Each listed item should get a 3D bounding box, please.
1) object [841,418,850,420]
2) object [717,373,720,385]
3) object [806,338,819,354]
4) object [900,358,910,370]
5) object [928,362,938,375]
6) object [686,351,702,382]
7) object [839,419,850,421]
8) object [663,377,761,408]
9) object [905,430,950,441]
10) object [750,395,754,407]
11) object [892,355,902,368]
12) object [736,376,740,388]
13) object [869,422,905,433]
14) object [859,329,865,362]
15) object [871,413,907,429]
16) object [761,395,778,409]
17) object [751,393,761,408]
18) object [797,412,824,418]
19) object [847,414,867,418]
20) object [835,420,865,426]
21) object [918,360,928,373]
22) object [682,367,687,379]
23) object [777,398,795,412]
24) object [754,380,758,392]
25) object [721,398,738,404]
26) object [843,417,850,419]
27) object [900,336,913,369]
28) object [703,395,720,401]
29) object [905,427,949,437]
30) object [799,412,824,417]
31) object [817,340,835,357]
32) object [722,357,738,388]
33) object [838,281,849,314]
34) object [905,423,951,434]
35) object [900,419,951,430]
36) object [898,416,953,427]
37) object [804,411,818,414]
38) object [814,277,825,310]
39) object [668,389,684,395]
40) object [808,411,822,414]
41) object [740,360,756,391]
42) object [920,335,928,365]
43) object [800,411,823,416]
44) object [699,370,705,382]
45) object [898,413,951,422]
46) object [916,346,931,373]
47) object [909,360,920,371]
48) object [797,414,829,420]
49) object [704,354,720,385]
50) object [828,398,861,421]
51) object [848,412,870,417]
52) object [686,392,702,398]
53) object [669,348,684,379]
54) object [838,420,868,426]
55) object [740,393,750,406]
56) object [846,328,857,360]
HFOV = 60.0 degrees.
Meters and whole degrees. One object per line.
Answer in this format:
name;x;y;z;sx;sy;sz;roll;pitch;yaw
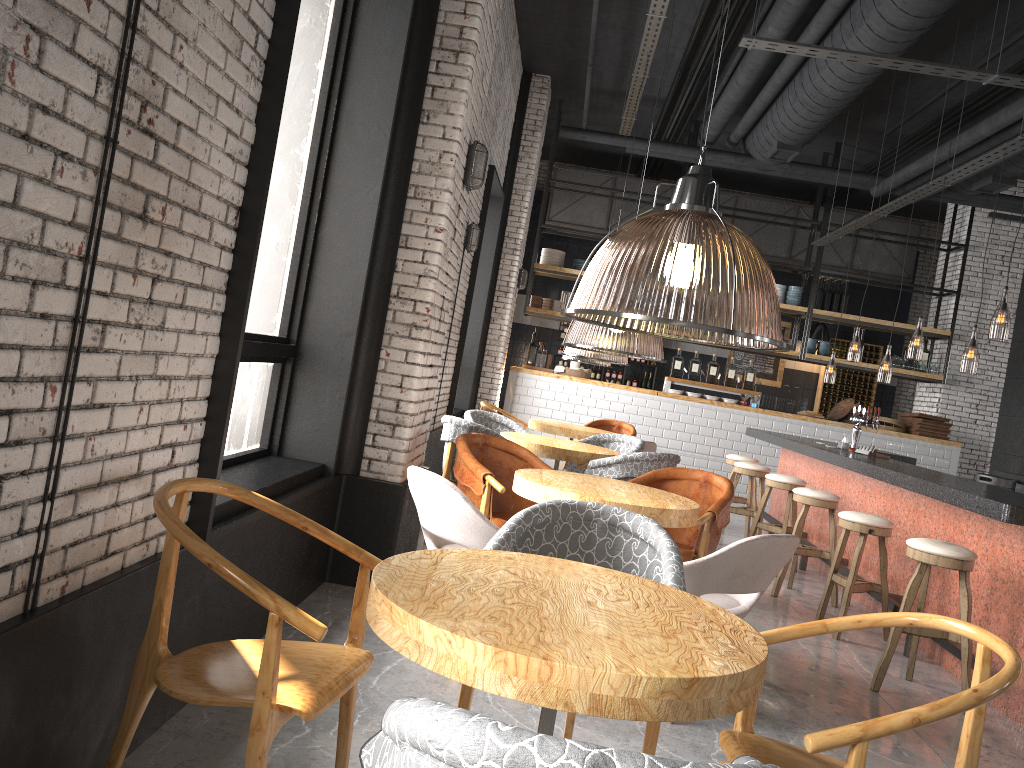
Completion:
object;4.503;0.475;11.729;0.457;0.019;0.407;9;1;-28
object;2.766;-0.063;11.848;0.031;0.164;0.046;10;0;28
object;4.099;-0.508;12.131;0.198;0.230;0.166;10;1;10
object;5.290;-0.276;11.911;0.118;0.181;0.118;10;1;36
object;5.647;-0.214;11.871;0.118;0.181;0.118;10;1;27
object;2.456;-0.239;11.917;0.154;0.404;0.154;10;0;3
object;4.507;0.492;11.729;0.459;0.019;0.406;10;2;31
object;2.648;0.278;11.911;1.250;0.551;0.315;10;0;3
object;5.384;0.663;11.627;0.405;0.044;0.636;10;1;-1
object;3.176;0.226;11.636;0.122;0.165;0.112;9;1;-33
object;5.169;-0.297;11.928;0.118;0.181;0.118;9;1;-38
object;3.008;-0.021;11.812;0.024;0.164;0.062;10;0;-7
object;4.940;0.560;11.663;0.437;0.097;0.436;10;1;28
object;4.762;-0.516;12.113;0.098;0.471;0.098;10;0;11
object;4.955;0.494;11.666;0.439;0.154;0.437;9;2;-40
object;3.401;0.241;11.717;0.181;0.168;0.170;10;1;13
object;3.161;0.214;11.510;0.128;0.189;0.123;10;0;12
object;3.936;0.410;11.730;0.277;0.019;0.513;10;1;8
object;4.524;0.413;11.728;0.459;0.019;0.406;11;2;36
object;4.507;0.524;11.728;0.459;0.019;0.406;11;2;38
object;5.530;-0.235;11.930;0.118;0.181;0.118;10;0;-13
object;2.303;-0.142;11.852;0.032;0.164;0.080;10;0;-26
object;3.630;0.278;11.796;0.181;0.168;0.170;9;1;-17
object;3.246;0.021;11.796;0.034;0.164;0.061;10;0;36
object;2.835;0.222;11.568;0.216;0.060;0.324;10;1;3
object;4.480;0.455;11.716;0.407;0.019;0.458;10;1;17
object;5.431;-0.440;12.092;0.157;0.554;0.105;10;0;7
object;2.607;0.185;11.597;0.216;0.056;0.324;10;1;3
object;5.391;0.620;11.627;0.405;0.044;0.636;10;1;6
object;3.931;0.397;11.725;0.214;0.013;0.521;10;1;-1
object;4.273;-0.478;12.109;0.165;0.230;0.199;9;1;-26
object;2.935;-0.157;11.895;0.154;0.404;0.154;10;0;3
object;4.499;-1.162;11.994;0.098;0.458;0.098;10;0;-19
object;5.398;0.576;11.627;0.405;0.044;0.636;10;1;0
object;5.406;0.533;11.627;0.405;0.044;0.636;10;1;4
object;5.413;0.489;11.626;0.405;0.044;0.636;10;1;-3
object;3.910;0.370;11.634;0.172;0.010;0.368;10;1;13
object;4.177;-1.217;12.012;0.098;0.458;0.098;10;0;25
object;2.141;0.105;11.614;0.216;0.056;0.324;10;1;3
object;3.947;0.367;11.565;0.184;0.011;0.254;10;1;25
object;3.179;-0.115;11.885;0.154;0.404;0.154;10;0;3
object;5.617;-0.410;12.092;0.141;0.550;0.096;10;0;7
object;3.942;0.385;11.725;0.230;0.016;0.556;10;1;9
object;2.538;-0.102;11.855;0.077;0.164;0.039;9;0;-42
object;5.367;0.437;11.566;0.406;0.094;0.636;10;1;1
object;5.604;-0.335;12.097;0.157;0.405;0.105;10;0;7
object;5.409;-0.256;11.919;0.118;0.181;0.118;10;1;-21
object;3.976;0.435;11.681;0.407;0.019;0.457;11;2;45
object;2.695;-0.198;11.912;0.154;0.404;0.154;10;0;3
object;4.347;0.340;11.630;0.241;0.338;0.488;10;1;-11
object;4.509;0.394;11.728;0.457;0.019;0.407;9;2;-40
object;2.370;0.143;11.589;0.216;0.059;0.324;10;1;3
object;2.228;-0.279;11.939;0.154;0.404;0.154;10;0;3
object;4.525;0.511;11.720;0.406;0.019;0.459;9;1;-25
object;3.034;0.202;11.587;0.122;0.165;0.112;10;1;37
object;4.656;-0.535;12.119;0.098;0.471;0.098;10;0;-9
